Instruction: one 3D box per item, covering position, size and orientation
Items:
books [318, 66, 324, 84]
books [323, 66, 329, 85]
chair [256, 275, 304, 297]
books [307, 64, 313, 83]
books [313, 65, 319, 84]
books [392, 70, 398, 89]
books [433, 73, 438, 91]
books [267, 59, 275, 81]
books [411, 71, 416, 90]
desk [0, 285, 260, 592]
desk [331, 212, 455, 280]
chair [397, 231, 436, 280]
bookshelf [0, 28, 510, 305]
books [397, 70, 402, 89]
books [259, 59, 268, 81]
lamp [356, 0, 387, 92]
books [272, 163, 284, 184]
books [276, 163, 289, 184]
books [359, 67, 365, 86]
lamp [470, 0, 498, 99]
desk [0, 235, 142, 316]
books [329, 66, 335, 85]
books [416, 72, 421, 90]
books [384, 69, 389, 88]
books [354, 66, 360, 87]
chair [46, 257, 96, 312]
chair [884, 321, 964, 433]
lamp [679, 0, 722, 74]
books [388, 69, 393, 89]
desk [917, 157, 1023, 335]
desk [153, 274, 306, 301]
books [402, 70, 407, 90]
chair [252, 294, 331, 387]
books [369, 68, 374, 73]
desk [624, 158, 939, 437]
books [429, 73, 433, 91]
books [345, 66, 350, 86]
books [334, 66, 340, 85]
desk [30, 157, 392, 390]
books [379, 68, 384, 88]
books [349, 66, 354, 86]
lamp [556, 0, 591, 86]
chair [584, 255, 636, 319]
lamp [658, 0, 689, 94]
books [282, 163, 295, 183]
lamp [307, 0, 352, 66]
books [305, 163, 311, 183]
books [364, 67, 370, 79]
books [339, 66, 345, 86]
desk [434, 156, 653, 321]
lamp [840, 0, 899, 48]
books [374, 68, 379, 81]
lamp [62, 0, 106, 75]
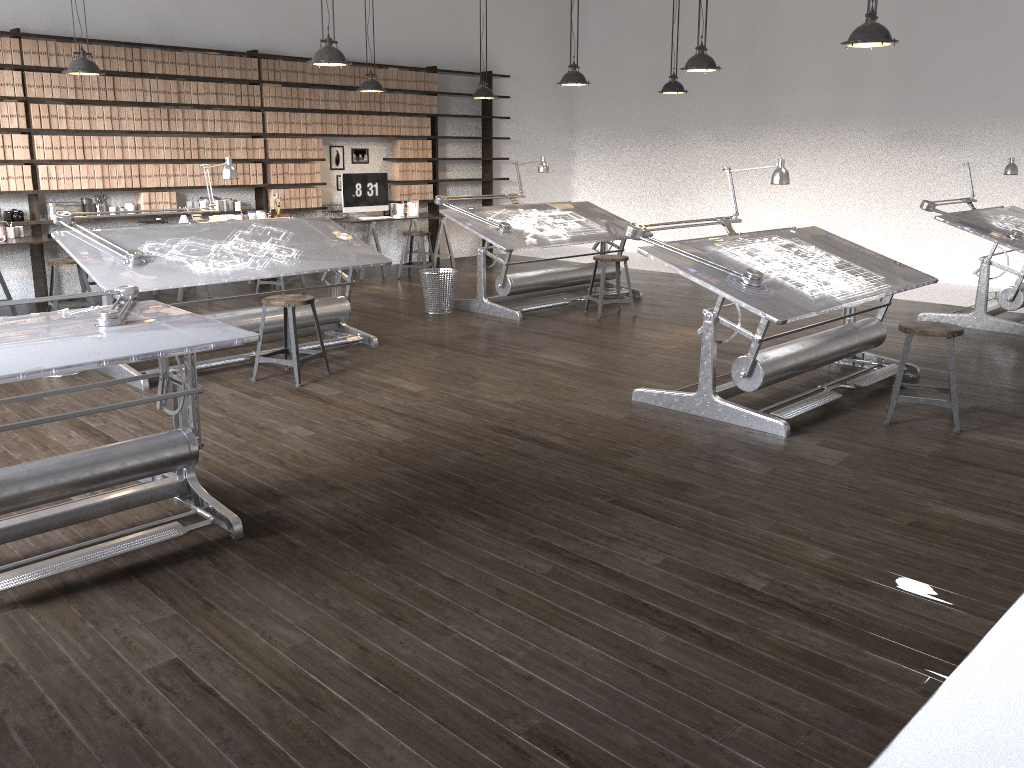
[{"bbox_3d":[-2.207,-3.503,10.023,0.067,0.223,0.175,-12,18,-44],"label":"books"},{"bbox_3d":[-2.159,-3.516,10.073,0.067,0.223,0.175,-12,18,-44],"label":"books"},{"bbox_3d":[-2.351,-1.150,8.918,0.359,0.522,0.375,4,14,18],"label":"chair"},{"bbox_3d":[-2.306,-3.477,9.923,0.067,0.223,0.175,-12,18,-44],"label":"books"},{"bbox_3d":[-2.253,-3.490,9.972,0.067,0.223,0.175,-12,17,-44],"label":"books"},{"bbox_3d":[-1.467,-3.691,10.745,0.067,0.223,0.175,-12,18,-44],"label":"books"},{"bbox_3d":[-1.022,-3.805,11.185,0.067,0.223,0.175,-12,17,-44],"label":"books"},{"bbox_3d":[-2.647,-3.390,9.585,0.067,0.223,0.175,-12,18,-44],"label":"books"},{"bbox_3d":[-1.266,-3.741,10.940,0.067,0.223,0.175,-12,18,-44],"label":"books"},{"bbox_3d":[-1.765,0.000,3.206,1.178,1.176,1.276,13,19,43],"label":"desk"},{"bbox_3d":[-1.426,-1.679,10.663,0.659,0.662,1.678,13,19,43],"label":"desk"},{"bbox_3d":[-1.091,-1.481,10.193,0.372,0.522,0.362,3,13,13],"label":"chair"},{"bbox_3d":[-3.394,-1.880,9.260,0.375,3.173,9.229,12,18,43],"label":"bookshelf"},{"bbox_3d":[-1.420,-3.704,10.797,0.067,0.223,0.175,-12,17,-44],"label":"books"},{"bbox_3d":[-2.703,-3.377,9.537,0.067,0.223,0.175,-12,17,-44],"label":"books"},{"bbox_3d":[-1.415,-4.044,8.706,0.311,2.229,0.315,-4,13,-20],"label":"lamp"},{"bbox_3d":[-2.618,-2.334,9.840,0.067,0.223,0.175,-12,17,-44],"label":"books"},{"bbox_3d":[-2.569,-2.349,9.896,0.067,0.223,0.175,-12,18,-44],"label":"books"},{"bbox_3d":[-1.811,-3.605,10.414,0.067,0.223,0.175,-12,18,-44],"label":"books"},{"bbox_3d":[-0.318,-4.324,9.784,0.311,2.229,0.315,-4,13,-20],"label":"lamp"},{"bbox_3d":[-4.182,-0.976,7.953,0.659,0.662,1.678,13,19,43],"label":"desk"},{"bbox_3d":[-2.107,-3.528,10.118,0.067,0.223,0.175,-12,17,-44],"label":"books"},{"bbox_3d":[-1.215,-3.754,10.990,0.067,0.223,0.175,-12,17,-44],"label":"books"},{"bbox_3d":[-1.565,-3.667,10.654,0.067,0.223,0.175,-12,17,-44],"label":"books"},{"bbox_3d":[-1.860,-3.590,10.358,0.067,0.223,0.175,-12,17,-44],"label":"books"},{"bbox_3d":[-3.793,-0.807,7.597,0.373,0.522,0.361,-9,16,-36],"label":"chair"},{"bbox_3d":[2.221,-0.052,4.751,0.372,0.522,0.362,6,14,23],"label":"chair"},{"bbox_3d":[1.411,-3.427,6.392,0.311,2.242,0.315,-4,13,-20],"label":"lamp"},{"bbox_3d":[-1.519,-3.678,10.696,0.067,0.223,0.175,-12,17,-44],"label":"books"},{"bbox_3d":[4.414,-1.282,7.768,1.082,1.372,2.080,13,19,43],"label":"desk"},{"bbox_3d":[-2.936,-1.294,9.178,0.659,0.662,1.678,13,19,43],"label":"desk"},{"bbox_3d":[-1.372,-3.717,10.846,0.067,0.223,0.175,-12,17,-44],"label":"books"},{"bbox_3d":[-1.404,-0.284,5.614,0.372,0.522,0.362,6,14,23],"label":"chair"},{"bbox_3d":[-1.710,-3.630,10.512,0.067,0.223,0.175,-12,17,-44],"label":"books"},{"bbox_3d":[1.638,-0.650,5.332,1.082,1.372,2.080,13,19,43],"label":"desk"},{"bbox_3d":[-1.074,-3.793,11.139,0.067,0.223,0.175,-12,18,-44],"label":"books"},{"bbox_3d":[-1.961,-3.566,10.263,0.067,0.223,0.175,-12,17,-44],"label":"books"},{"bbox_3d":[-2.053,-3.541,10.166,0.067,0.223,0.175,-12,17,-44],"label":"books"},{"bbox_3d":[-2.060,-0.862,6.116,1.082,1.372,2.293,13,19,43],"label":"desk"},{"bbox_3d":[-1.608,-3.654,10.604,0.067,0.223,0.175,-12,18,-44],"label":"books"},{"bbox_3d":[-1.916,-3.578,10.311,0.067,0.223,0.175,-12,18,-44],"label":"books"},{"bbox_3d":[0.560,-3.801,7.793,0.311,2.229,0.315,-4,13,-20],"label":"lamp"},{"bbox_3d":[0.871,-0.868,7.861,0.372,0.522,0.362,-4,13,-16],"label":"chair"},{"bbox_3d":[1.657,-4.081,8.871,0.313,2.229,0.313,6,13,24],"label":"lamp"},{"bbox_3d":[-2.515,-2.361,9.942,0.067,0.223,0.175,-12,18,-44],"label":"books"},{"bbox_3d":[-1.278,-3.332,5.986,0.311,2.229,0.315,-5,13,-24],"label":"lamp"},{"bbox_3d":[-2.366,-2.398,10.086,0.067,0.223,0.175,-12,18,-44],"label":"books"},{"bbox_3d":[-1.757,-3.617,10.460,0.067,0.223,0.175,-12,18,-44],"label":"books"},{"bbox_3d":[-2.002,-3.553,10.217,0.067,0.223,0.175,-12,18,-44],"label":"books"},{"bbox_3d":[0.306,-1.466,8.442,1.082,1.372,2.080,13,19,43],"label":"desk"},{"bbox_3d":[2.035,-3.018,4.808,0.313,2.229,0.313,6,13,24],"label":"lamp"},{"bbox_3d":[-1.660,-3.643,10.561,0.067,0.223,0.175,-12,17,-44],"label":"books"},{"bbox_3d":[-3.380,-3.542,6.773,0.313,2.229,0.313,6,13,24],"label":"lamp"}]
